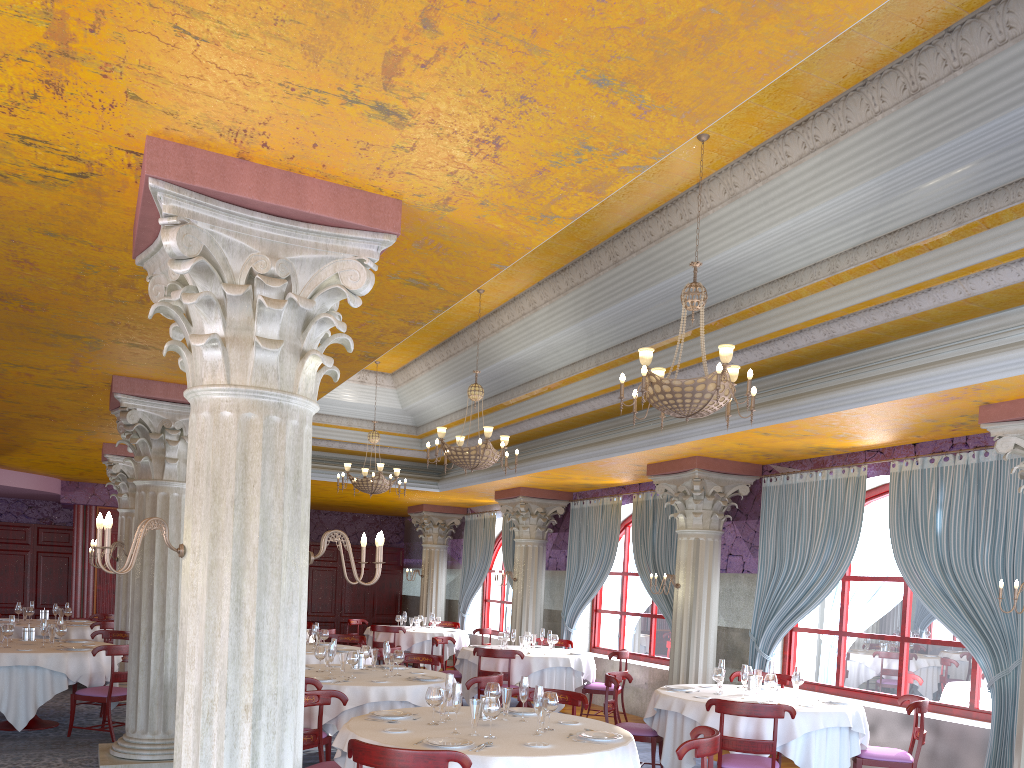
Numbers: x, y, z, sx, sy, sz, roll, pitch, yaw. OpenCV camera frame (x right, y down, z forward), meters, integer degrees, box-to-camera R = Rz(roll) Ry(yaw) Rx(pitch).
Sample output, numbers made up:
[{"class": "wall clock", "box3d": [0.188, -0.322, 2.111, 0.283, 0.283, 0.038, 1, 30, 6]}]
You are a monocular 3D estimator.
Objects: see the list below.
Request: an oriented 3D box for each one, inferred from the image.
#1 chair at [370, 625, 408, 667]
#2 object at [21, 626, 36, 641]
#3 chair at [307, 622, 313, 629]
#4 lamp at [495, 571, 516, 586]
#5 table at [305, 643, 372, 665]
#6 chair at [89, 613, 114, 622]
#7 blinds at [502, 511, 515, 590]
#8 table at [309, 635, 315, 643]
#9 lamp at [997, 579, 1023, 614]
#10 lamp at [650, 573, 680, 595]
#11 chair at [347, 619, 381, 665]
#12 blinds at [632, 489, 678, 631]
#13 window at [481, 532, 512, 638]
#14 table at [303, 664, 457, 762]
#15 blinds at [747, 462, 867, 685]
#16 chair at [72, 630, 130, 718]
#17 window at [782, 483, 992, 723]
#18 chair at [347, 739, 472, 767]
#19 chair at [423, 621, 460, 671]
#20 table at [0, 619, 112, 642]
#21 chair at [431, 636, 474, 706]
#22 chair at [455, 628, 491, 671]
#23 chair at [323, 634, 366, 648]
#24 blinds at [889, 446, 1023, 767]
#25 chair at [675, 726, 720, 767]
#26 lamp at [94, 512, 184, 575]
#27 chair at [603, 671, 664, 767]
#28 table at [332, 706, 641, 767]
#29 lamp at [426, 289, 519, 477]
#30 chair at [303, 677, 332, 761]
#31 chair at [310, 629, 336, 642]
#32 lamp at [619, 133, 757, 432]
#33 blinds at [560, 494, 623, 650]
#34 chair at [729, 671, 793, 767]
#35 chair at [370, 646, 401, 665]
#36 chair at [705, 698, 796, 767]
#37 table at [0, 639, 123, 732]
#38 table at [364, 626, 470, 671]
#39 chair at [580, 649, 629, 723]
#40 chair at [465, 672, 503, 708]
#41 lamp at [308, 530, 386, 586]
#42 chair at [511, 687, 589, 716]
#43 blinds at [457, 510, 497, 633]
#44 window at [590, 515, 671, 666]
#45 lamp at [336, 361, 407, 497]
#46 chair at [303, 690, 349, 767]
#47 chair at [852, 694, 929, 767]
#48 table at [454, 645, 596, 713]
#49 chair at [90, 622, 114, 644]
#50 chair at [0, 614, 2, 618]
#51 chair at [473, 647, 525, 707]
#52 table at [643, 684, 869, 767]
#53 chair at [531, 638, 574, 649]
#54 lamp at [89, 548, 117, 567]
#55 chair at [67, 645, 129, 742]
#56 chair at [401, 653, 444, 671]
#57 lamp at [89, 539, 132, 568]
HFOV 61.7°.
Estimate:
[{"class": "chair", "box3d": [-2.303, 5.077, 16.097, 0.746, 1.090, 0.652, 2, -2, 19]}, {"class": "object", "box3d": [-5.746, 2.954, 10.184, 0.071, 0.211, 0.146, 3, -2, 44]}, {"class": "chair", "box3d": [-4.042, 4.895, 15.679, 0.746, 1.090, 0.652, 2, -2, 19]}, {"class": "lamp", "box3d": [-0.126, 3.480, 15.328, 0.387, 0.272, 0.341, 9, -10, -38]}, {"class": "table", "box3d": [-2.961, 4.036, 11.554, 2.098, 0.948, 2.120, 8, -12, -25]}, {"class": "chair", "box3d": [-7.252, 4.604, 15.098, 0.746, 1.090, 0.652, 2, -2, 19]}, {"class": "blinds", "box3d": [0.087, 4.165, 16.917, 0.245, 3.518, 1.702, 2, 0, -27]}, {"class": "table", "box3d": [-4.438, 4.657, 14.521, 2.098, 0.948, 2.120, 8, -12, -25]}, {"class": "lamp", "box3d": [4.097, 1.702, 6.840, 0.387, 0.272, 0.341, 9, -10, -38]}, {"class": "lamp", "box3d": [1.978, 2.595, 11.100, 0.387, 0.272, 0.341, 9, -10, -38]}, {"class": "chair", "box3d": [-3.073, 5.401, 17.646, 0.644, 1.089, 0.758, 2, -3, 19]}, {"class": "blinds", "box3d": [2.177, 3.285, 12.716, 0.245, 3.518, 1.702, 2, 0, -27]}, {"class": "window", "box3d": [0.209, 4.133, 18.126, 0.161, 2.532, 3.605, 2, -7, -26]}, {"class": "table", "box3d": [-1.600, 3.462, 8.817, 2.098, 0.948, 2.120, 8, -12, -25]}, {"class": "blinds", "box3d": [3.422, 2.761, 10.213, 0.245, 3.518, 1.703, 2, 0, -25]}, {"class": "chair", "box3d": [-5.355, 3.805, 11.285, 0.746, 1.090, 0.652, 2, -2, 19]}, {"class": "window", "box3d": [4.445, 2.349, 9.612, 0.161, 2.532, 3.605, 2, -7, -26]}, {"class": "chair", "box3d": [-0.555, 2.518, 4.782, 0.746, 1.090, 0.652, 2, -2, 19]}, {"class": "chair", "box3d": [-1.524, 5.657, 18.420, 0.746, 1.090, 0.652, 2, -2, 19]}, {"class": "table", "box3d": [-7.648, 4.366, 13.941, 2.098, 0.948, 2.120, 8, -12, -25]}, {"class": "chair", "box3d": [-0.945, 4.505, 13.367, 0.644, 1.089, 0.758, 2, -3, 19]}, {"class": "chair", "box3d": [-0.753, 5.333, 16.871, 0.644, 1.089, 0.758, 2, -3, 19]}, {"class": "chair", "box3d": [-2.566, 4.273, 12.711, 0.746, 1.090, 0.652, 2, -2, 19]}, {"class": "blinds", "box3d": [4.316, 2.385, 8.417, 0.245, 3.518, 1.702, 2, 0, -27]}, {"class": "chair", "box3d": [0.994, 2.774, 5.556, 0.644, 1.089, 0.758, 2, -3, 19]}, {"class": "lamp", "box3d": [-1.718, 0.742, 3.936, 0.387, 0.272, 0.341, 9, -10, -38]}, {"class": "chair", "box3d": [1.262, 3.576, 8.933, 0.644, 1.089, 0.758, 2, -3, 19]}, {"class": "table", "box3d": [-0.172, 2.861, 5.947, 2.098, 0.948, 2.120, 8, -12, -25]}, {"class": "lamp", "box3d": [-0.416, -0.037, 9.962, 0.956, 2.175, 0.964, 3, -1, 19]}, {"class": "chair", "box3d": [-1.983, 3.120, 7.652, 0.746, 1.090, 0.652, 2, -2, 19]}, {"class": "chair", "box3d": [-3.271, 4.570, 14.130, 0.644, 1.089, 0.758, 2, -3, 19]}, {"class": "lamp", "box3d": [1.365, -0.787, 6.384, 0.956, 2.175, 0.964, 3, -1, 19]}, {"class": "blinds", "box3d": [1.283, 3.661, 14.512, 0.245, 3.518, 1.703, 2, 0, -25]}, {"class": "chair", "box3d": [2.811, 3.832, 9.706, 0.746, 1.090, 0.652, 2, -2, 19]}, {"class": "chair", "box3d": [-1.795, 3.949, 11.163, 0.644, 1.089, 0.758, 2, -3, 19]}, {"class": "chair", "box3d": [2.032, 3.252, 7.384, 0.746, 1.090, 0.652, 2, -2, 19]}, {"class": "table", "box3d": [-5.751, 3.567, 10.128, 2.098, 0.948, 2.120, 8, -12, -25]}, {"class": "table", "box3d": [-1.919, 5.420, 17.262, 2.098, 0.948, 2.120, 8, -12, -25]}, {"class": "chair", "box3d": [1.375, 4.437, 12.592, 0.644, 1.089, 0.758, 2, -3, 19]}, {"class": "chair", "box3d": [-0.434, 3.376, 8.426, 0.644, 1.089, 0.758, 2, -3, 19]}, {"class": "lamp", "box3d": [-0.817, 0.863, 4.269, 0.387, 0.272, 0.341, 9, -10, -38]}, {"class": "chair", "box3d": [0.224, 3.099, 7.104, 0.746, 1.090, 0.652, 2, -2, 19]}, {"class": "blinds", "box3d": [-0.807, 4.542, 18.713, 0.245, 3.518, 1.703, 2, 0, -25]}, {"class": "window", "box3d": [2.326, 3.241, 13.871, 0.161, 2.532, 3.605, 2, -7, -26]}, {"class": "lamp", "box3d": [-2.167, 0.700, 13.483, 0.956, 2.175, 0.964, 3, -1, 19]}, {"class": "chair", "box3d": [-1.326, 2.843, 6.331, 0.644, 1.089, 0.758, 2, -3, 19]}, {"class": "chair", "box3d": [3.582, 3.508, 8.158, 0.644, 1.089, 0.758, 2, -3, 19]}, {"class": "table", "box3d": [0.209, 4.523, 12.983, 2.098, 0.948, 2.120, 8, -12, -25]}, {"class": "chair", "box3d": [-6.482, 4.279, 13.549, 0.644, 1.089, 0.758, 2, -3, 19]}, {"class": "chair", "box3d": [-8.802, 4.348, 14.325, 0.644, 1.089, 0.758, 2, -3, 19]}, {"class": "chair", "box3d": [-0.174, 4.181, 11.818, 0.746, 1.090, 0.652, 2, -2, 19]}, {"class": "table", "box3d": [2.415, 3.594, 8.549, 2.098, 0.948, 2.120, 8, -12, -25]}, {"class": "chair", "box3d": [0.605, 4.761, 14.141, 0.746, 1.090, 0.652, 2, -2, 19]}, {"class": "lamp", "box3d": [-5.941, 2.520, 12.425, 0.387, 0.272, 0.341, 9, -10, -38]}, {"class": "chair", "box3d": [-4.585, 3.480, 9.737, 0.644, 1.089, 0.758, 2, -3, 19]}, {"class": "chair", "box3d": [-1.204, 3.700, 9.975, 0.746, 1.090, 0.652, 2, -2, 19]}, {"class": "lamp", "box3d": [-3.837, 1.634, 8.196, 0.387, 0.272, 0.341, 9, -10, -38]}]
